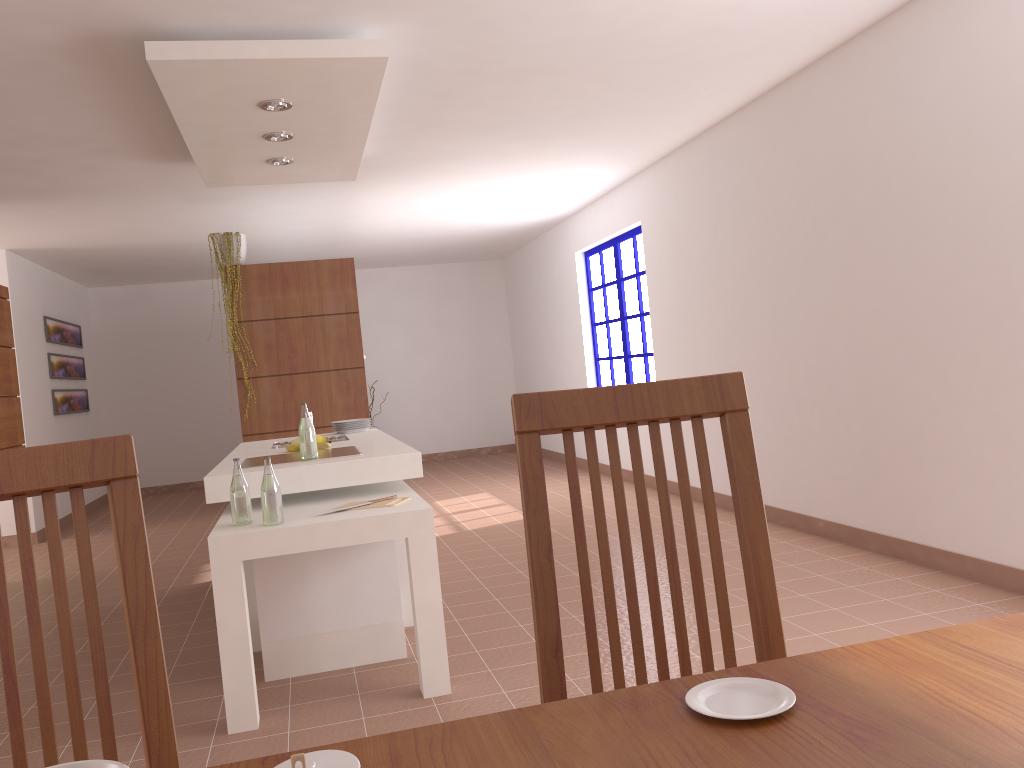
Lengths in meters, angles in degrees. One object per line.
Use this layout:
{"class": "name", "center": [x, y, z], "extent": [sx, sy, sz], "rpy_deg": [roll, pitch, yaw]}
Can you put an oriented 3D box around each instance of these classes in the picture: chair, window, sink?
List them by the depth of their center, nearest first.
{"class": "chair", "center": [-0.444, 0.599, 0.860], "extent": [0.444, 1.063, 0.574], "rpy_deg": [-6, 1, -33]}
{"class": "chair", "center": [0.231, 0.530, 1.020], "extent": [0.444, 1.063, 0.574], "rpy_deg": [-6, 1, -3]}
{"class": "sink", "center": [-1.107, 0.311, 4.869], "extent": [0.404, 0.368, 0.668], "rpy_deg": [-6, 1, -13]}
{"class": "window", "center": [0.986, -0.576, 7.831], "extent": [0.035, 1.430, 1.699], "rpy_deg": [-6, 1, -13]}

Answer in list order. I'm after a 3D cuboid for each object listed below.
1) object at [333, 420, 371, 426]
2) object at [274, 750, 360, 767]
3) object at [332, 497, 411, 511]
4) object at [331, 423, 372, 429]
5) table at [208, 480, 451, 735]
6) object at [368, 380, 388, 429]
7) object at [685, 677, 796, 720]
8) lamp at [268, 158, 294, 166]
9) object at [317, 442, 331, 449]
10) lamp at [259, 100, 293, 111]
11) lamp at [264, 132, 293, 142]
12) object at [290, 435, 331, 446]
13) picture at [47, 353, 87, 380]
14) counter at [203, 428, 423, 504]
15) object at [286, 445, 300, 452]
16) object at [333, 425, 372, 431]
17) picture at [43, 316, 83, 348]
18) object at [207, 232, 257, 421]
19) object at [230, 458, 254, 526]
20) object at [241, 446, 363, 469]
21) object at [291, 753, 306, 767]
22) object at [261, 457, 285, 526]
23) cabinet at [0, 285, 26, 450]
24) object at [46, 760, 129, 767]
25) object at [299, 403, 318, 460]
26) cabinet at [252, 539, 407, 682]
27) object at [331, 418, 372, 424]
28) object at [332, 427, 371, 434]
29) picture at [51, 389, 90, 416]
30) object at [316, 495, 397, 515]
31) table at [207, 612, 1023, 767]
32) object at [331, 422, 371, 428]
{"class": "object", "center": [-0.975, 0.241, 5.390], "extent": [0.228, 0.020, 0.228], "rpy_deg": [-6, 1, -32]}
{"class": "object", "center": [-0.155, 0.325, 0.659], "extent": [0.096, 0.079, 0.096], "rpy_deg": [-6, 1, -18]}
{"class": "object", "center": [-0.514, 0.441, 3.254], "extent": [0.266, 0.006, 0.168], "rpy_deg": [-6, 1, 3]}
{"class": "object", "center": [-0.973, 0.262, 5.390], "extent": [0.228, 0.020, 0.228], "rpy_deg": [-6, 1, -32]}
{"class": "table", "center": [-0.713, 0.784, 3.446], "extent": [0.737, 0.647, 1.003], "rpy_deg": [-6, 1, -13]}
{"class": "object", "center": [-1.748, 0.508, 10.767], "extent": [0.655, 1.112, 0.284], "rpy_deg": [-5, 1, 6]}
{"class": "object", "center": [0.230, 0.319, 0.893], "extent": [0.108, 0.008, 0.108], "rpy_deg": [-5, 1, 42]}
{"class": "lamp", "center": [-1.283, -1.251, 4.914], "extent": [0.143, 0.059, 0.143], "rpy_deg": [-5, 1, 15]}
{"class": "object", "center": [-0.927, 0.294, 4.211], "extent": [0.207, 0.033, 0.060], "rpy_deg": [-5, 1, 32]}
{"class": "lamp", "center": [-1.049, -1.255, 3.937], "extent": [0.143, 0.059, 0.143], "rpy_deg": [-6, 1, -30]}
{"class": "lamp", "center": [-1.167, -1.253, 4.429], "extent": [0.143, 0.059, 0.143], "rpy_deg": [-5, 1, 15]}
{"class": "object", "center": [-0.953, 0.269, 4.229], "extent": [0.207, 0.055, 0.047], "rpy_deg": [-6, 1, -37]}
{"class": "picture", "center": [-4.542, -0.170, 9.079], "extent": [0.015, 0.248, 1.408], "rpy_deg": [-6, 1, -13]}
{"class": "counter", "center": [-0.968, 0.712, 4.469], "extent": [0.821, 0.800, 2.156], "rpy_deg": [-6, 1, -13]}
{"class": "object", "center": [-1.034, 0.305, 4.213], "extent": [0.060, 0.033, 0.207], "rpy_deg": [-6, 1, -33]}
{"class": "object", "center": [-0.972, 0.272, 5.391], "extent": [0.228, 0.020, 0.228], "rpy_deg": [-6, 1, -32]}
{"class": "picture", "center": [-4.576, -0.519, 9.072], "extent": [0.015, 0.248, 1.408], "rpy_deg": [-6, 1, -13]}
{"class": "object", "center": [-1.961, -0.395, 6.266], "extent": [0.279, 1.344, 0.297], "rpy_deg": [-5, 1, 36]}
{"class": "object", "center": [-0.947, 0.373, 3.085], "extent": [0.071, 0.230, 0.071], "rpy_deg": [-6, 1, -32]}
{"class": "object", "center": [-0.910, 0.315, 3.832], "extent": [0.493, 0.006, 0.551], "rpy_deg": [-6, 1, -13]}
{"class": "object", "center": [-0.147, 0.294, 0.623], "extent": [0.010, 0.075, 0.015], "rpy_deg": [-6, 1, -13]}
{"class": "object", "center": [-0.820, 0.362, 3.015], "extent": [0.071, 0.230, 0.071], "rpy_deg": [-6, 1, -32]}
{"class": "cabinet", "center": [-3.301, -0.054, 3.864], "extent": [0.754, 1.200, 4.718], "rpy_deg": [-6, 1, -13]}
{"class": "object", "center": [-0.395, 0.368, 0.756], "extent": [0.136, 0.036, 0.136], "rpy_deg": [-5, 1, 35]}
{"class": "object", "center": [-0.841, 0.193, 3.636], "extent": [0.071, 0.230, 0.071], "rpy_deg": [-6, 1, -32]}
{"class": "cabinet", "center": [-0.946, 0.761, 4.416], "extent": [0.737, 0.700, 2.048], "rpy_deg": [-6, 1, -13]}
{"class": "object", "center": [-0.976, 0.231, 5.390], "extent": [0.228, 0.020, 0.228], "rpy_deg": [-6, 1, -32]}
{"class": "object", "center": [-0.972, 0.282, 5.391], "extent": [0.228, 0.020, 0.228], "rpy_deg": [-6, 1, -32]}
{"class": "picture", "center": [-4.508, 0.178, 9.086], "extent": [0.015, 0.248, 1.408], "rpy_deg": [-6, 1, -13]}
{"class": "object", "center": [-0.558, 0.439, 3.216], "extent": [0.041, 0.008, 0.375], "rpy_deg": [-5, 2, 43]}
{"class": "table", "center": [-0.034, 0.729, 0.466], "extent": [1.800, 0.740, 0.900], "rpy_deg": [-6, 1, -13]}
{"class": "object", "center": [-0.974, 0.251, 5.390], "extent": [0.228, 0.020, 0.228], "rpy_deg": [-6, 1, -32]}
